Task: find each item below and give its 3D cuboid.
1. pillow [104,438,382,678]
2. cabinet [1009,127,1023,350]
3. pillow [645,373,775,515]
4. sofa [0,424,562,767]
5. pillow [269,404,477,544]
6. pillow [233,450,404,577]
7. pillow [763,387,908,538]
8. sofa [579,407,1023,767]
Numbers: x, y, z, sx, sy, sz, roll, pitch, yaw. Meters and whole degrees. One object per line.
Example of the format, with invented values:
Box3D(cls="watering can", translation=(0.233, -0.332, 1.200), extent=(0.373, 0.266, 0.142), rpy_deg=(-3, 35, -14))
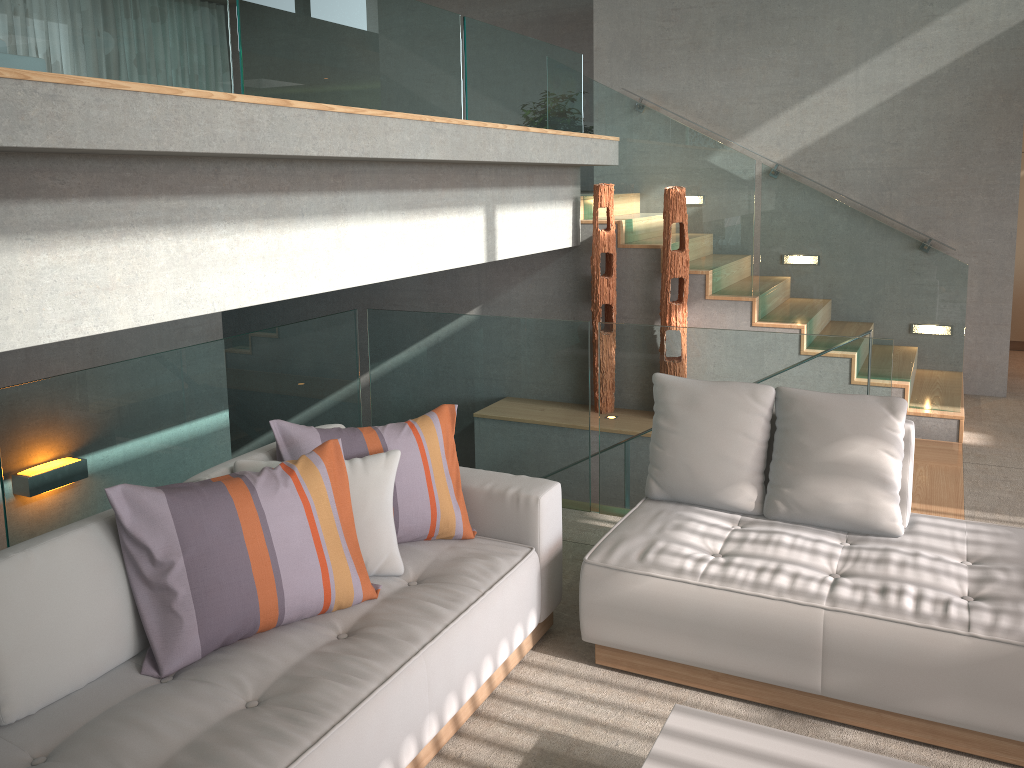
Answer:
Box3D(cls="pillow", translation=(-0.749, 0.480, 2.574), extent=(0.741, 0.488, 0.313), rpy_deg=(-11, 13, -39))
Box3D(cls="cabinet", translation=(7.794, -1.189, 6.307), extent=(7.487, 2.536, 1.987), rpy_deg=(5, 12, 26))
Box3D(cls="pillow", translation=(0.774, 0.230, 3.496), extent=(0.493, 0.492, 0.241), rpy_deg=(4, 11, 27))
Box3D(cls="sofa", translation=(-1.032, 0.845, 1.997), extent=(1.051, 0.743, 3.501), rpy_deg=(5, 14, 26))
Box3D(cls="pillow", translation=(-0.487, 0.338, 3.128), extent=(0.698, 0.498, 0.282), rpy_deg=(-5, 10, -20))
Box3D(cls="pillow", translation=(-0.630, 0.437, 2.876), extent=(0.595, 0.400, 0.241), rpy_deg=(-5, 10, -20))
Box3D(cls="pillow", translation=(1.204, 0.282, 3.282), extent=(0.493, 0.477, 0.269), rpy_deg=(4, 11, 27))
Box3D(cls="sofa", translation=(1.154, 0.573, 3.073), extent=(1.599, 0.724, 1.025), rpy_deg=(5, 13, 26))
